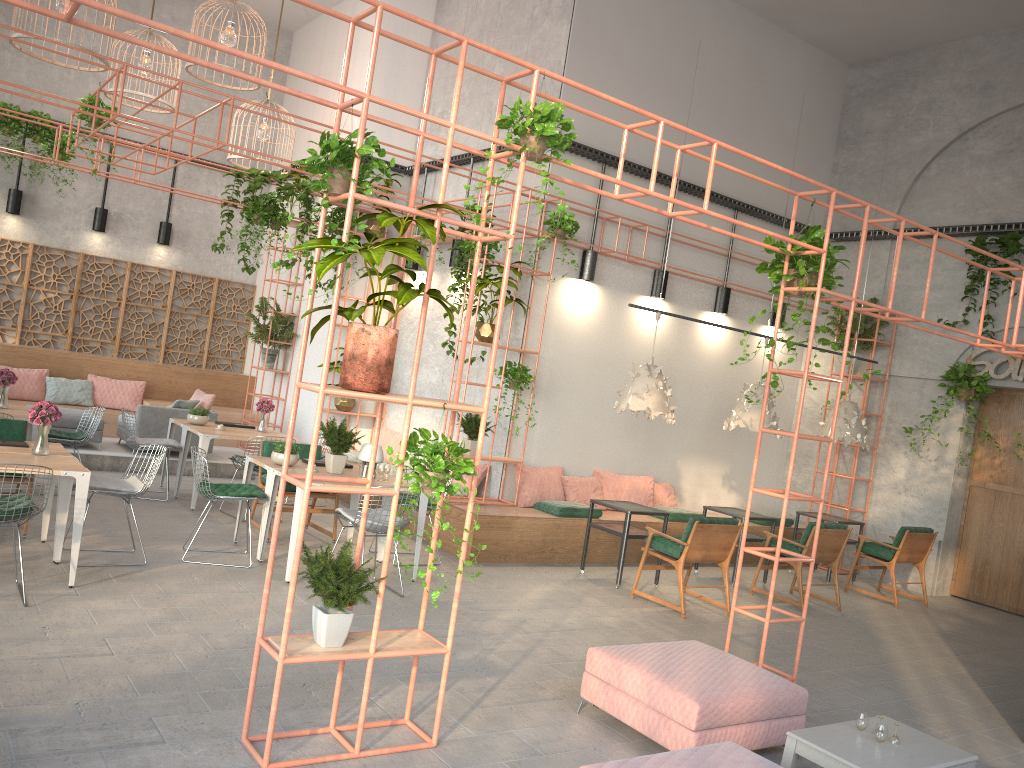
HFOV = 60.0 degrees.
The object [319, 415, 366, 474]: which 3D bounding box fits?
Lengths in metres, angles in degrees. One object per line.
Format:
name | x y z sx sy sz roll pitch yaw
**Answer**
object | -1.593 0.543 8.040 0.368 0.527 0.438 8 1 -35

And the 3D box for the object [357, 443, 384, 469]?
object | -1.299 0.706 8.130 0.241 0.313 0.241 9 0 10

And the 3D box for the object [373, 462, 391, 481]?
object | -1.169 0.798 8.067 0.165 0.154 0.210 9 1 44

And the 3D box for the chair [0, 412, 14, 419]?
chair | -4.985 0.665 8.149 0.565 0.941 0.717 8 1 -39

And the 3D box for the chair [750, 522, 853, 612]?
chair | 3.137 1.908 9.584 0.722 0.930 0.685 8 1 -35

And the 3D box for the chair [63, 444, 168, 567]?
chair | -3.232 0.940 7.153 0.717 0.941 0.565 8 1 -34

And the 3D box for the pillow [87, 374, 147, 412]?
pillow | -5.986 0.140 13.348 0.839 0.474 0.276 9 0 -15

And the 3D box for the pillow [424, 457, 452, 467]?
pillow | -0.947 0.997 11.193 0.276 0.474 0.839 9 0 -15

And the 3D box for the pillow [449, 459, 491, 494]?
pillow | -0.570 1.107 10.680 0.289 0.385 0.666 8 1 -40

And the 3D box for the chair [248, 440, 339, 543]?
chair | -2.201 1.089 9.038 0.722 0.917 0.685 8 1 -35

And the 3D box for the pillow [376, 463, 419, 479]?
pillow | -1.456 1.108 11.225 0.491 0.149 0.637 8 1 -34

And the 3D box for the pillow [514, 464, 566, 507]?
pillow | 0.347 1.202 10.436 0.839 0.474 0.276 8 1 -45

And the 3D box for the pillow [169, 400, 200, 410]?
pillow | -4.536 0.368 12.103 0.308 0.349 0.495 9 0 14

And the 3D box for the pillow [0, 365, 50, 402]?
pillow | -7.022 -0.013 12.610 0.839 0.474 0.276 8 1 -45

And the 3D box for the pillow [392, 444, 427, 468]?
pillow | -1.299 0.988 11.727 0.289 0.385 0.666 8 1 -40

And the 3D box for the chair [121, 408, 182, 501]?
chair | -4.095 0.787 10.002 0.717 0.941 0.565 9 0 -19

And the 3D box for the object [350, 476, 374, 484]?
object | -1.301 0.834 7.676 0.218 0.041 0.218 8 0 -27

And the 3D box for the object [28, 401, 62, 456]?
object | -3.524 0.329 6.663 0.225 0.414 0.213 8 1 -43

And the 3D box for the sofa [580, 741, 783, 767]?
sofa | 1.577 1.846 3.431 2.219 0.672 1.960 8 1 -35

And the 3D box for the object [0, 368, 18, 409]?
object | -5.191 0.044 9.057 0.225 0.414 0.213 8 1 -43

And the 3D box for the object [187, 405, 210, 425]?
object | -3.659 0.353 10.361 0.254 0.247 0.248 8 1 -35

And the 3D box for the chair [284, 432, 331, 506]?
chair | -2.599 1.008 11.079 0.717 0.941 0.565 8 1 -34

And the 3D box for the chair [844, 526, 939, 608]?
chair | 4.538 2.115 10.584 0.722 0.930 0.685 8 1 -35

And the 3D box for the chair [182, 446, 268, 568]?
chair | -2.489 1.050 7.695 0.717 0.941 0.565 9 0 -19

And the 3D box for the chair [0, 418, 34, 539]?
chair | -4.442 0.758 7.418 0.722 0.917 0.685 8 1 -35

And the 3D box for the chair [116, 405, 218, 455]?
chair | -4.774 0.601 12.242 1.052 0.672 1.127 8 1 -35

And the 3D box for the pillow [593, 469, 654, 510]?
pillow | 1.407 1.359 11.139 0.839 0.474 0.276 9 0 -15

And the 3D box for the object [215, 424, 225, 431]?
object | -3.344 0.492 10.162 0.115 0.078 0.115 8 0 -30

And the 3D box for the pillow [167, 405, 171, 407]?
pillow | -4.752 0.351 12.503 0.479 0.317 0.441 9 1 36

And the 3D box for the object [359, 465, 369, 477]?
object | -1.324 0.788 7.916 0.095 0.119 0.095 9 0 -11

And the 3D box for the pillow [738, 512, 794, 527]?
pillow | 3.478 1.856 12.175 0.637 0.149 0.491 8 1 -34

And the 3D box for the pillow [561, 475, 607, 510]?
pillow | 0.871 1.327 10.790 0.666 0.385 0.289 8 1 -40

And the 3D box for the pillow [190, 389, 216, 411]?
pillow | -4.458 0.330 12.560 0.273 0.476 0.836 8 1 -35

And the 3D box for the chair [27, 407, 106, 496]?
chair | -4.810 0.682 9.502 0.717 0.941 0.565 8 1 -34

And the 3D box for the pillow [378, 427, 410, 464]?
pillow | -1.641 0.883 12.264 0.276 0.474 0.839 8 1 -45

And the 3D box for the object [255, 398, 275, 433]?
object | -2.976 0.371 10.638 0.225 0.414 0.213 8 1 -43

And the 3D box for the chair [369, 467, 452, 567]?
chair | -0.992 1.271 8.773 0.717 0.941 0.565 8 1 -34

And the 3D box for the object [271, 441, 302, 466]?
object | -2.053 0.616 8.055 0.254 0.247 0.248 8 1 -35

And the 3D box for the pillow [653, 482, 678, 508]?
pillow | 1.907 1.480 11.529 0.666 0.385 0.289 8 1 -40

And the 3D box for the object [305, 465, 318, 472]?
object | -1.788 0.746 7.929 0.115 0.078 0.115 8 0 -30

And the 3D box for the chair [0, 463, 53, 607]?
chair | -3.408 0.924 5.800 0.565 0.941 0.717 8 1 -39

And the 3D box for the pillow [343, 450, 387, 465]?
pillow | -2.053 1.010 12.082 0.491 0.149 0.637 8 1 -34

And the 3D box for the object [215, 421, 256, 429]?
object | -3.382 0.501 10.835 0.427 0.031 0.268 8 1 -35

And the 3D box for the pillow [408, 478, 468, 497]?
pillow | -0.877 1.203 10.394 0.491 0.149 0.637 8 1 -34

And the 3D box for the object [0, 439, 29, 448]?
object | -4.019 0.458 6.909 0.427 0.031 0.268 8 1 -35

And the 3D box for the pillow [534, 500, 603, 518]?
pillow | 0.646 1.437 10.154 0.637 0.149 0.491 8 1 -34

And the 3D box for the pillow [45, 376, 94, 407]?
pillow | -6.473 0.115 12.980 0.666 0.385 0.289 8 1 -40

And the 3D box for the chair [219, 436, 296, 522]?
chair | -2.775 0.991 9.726 0.565 0.941 0.717 8 1 -39

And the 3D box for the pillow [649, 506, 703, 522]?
pillow | 2.045 1.644 11.152 0.637 0.149 0.491 8 1 -34

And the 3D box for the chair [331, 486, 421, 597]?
chair | -1.168 1.254 7.420 0.565 0.941 0.717 8 1 -39

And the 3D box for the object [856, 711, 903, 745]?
object | 1.819 1.734 4.410 0.156 0.145 0.199 9 0 -21

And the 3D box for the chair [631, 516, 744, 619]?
chair | 1.706 1.696 8.563 0.722 0.929 0.685 8 1 -35
